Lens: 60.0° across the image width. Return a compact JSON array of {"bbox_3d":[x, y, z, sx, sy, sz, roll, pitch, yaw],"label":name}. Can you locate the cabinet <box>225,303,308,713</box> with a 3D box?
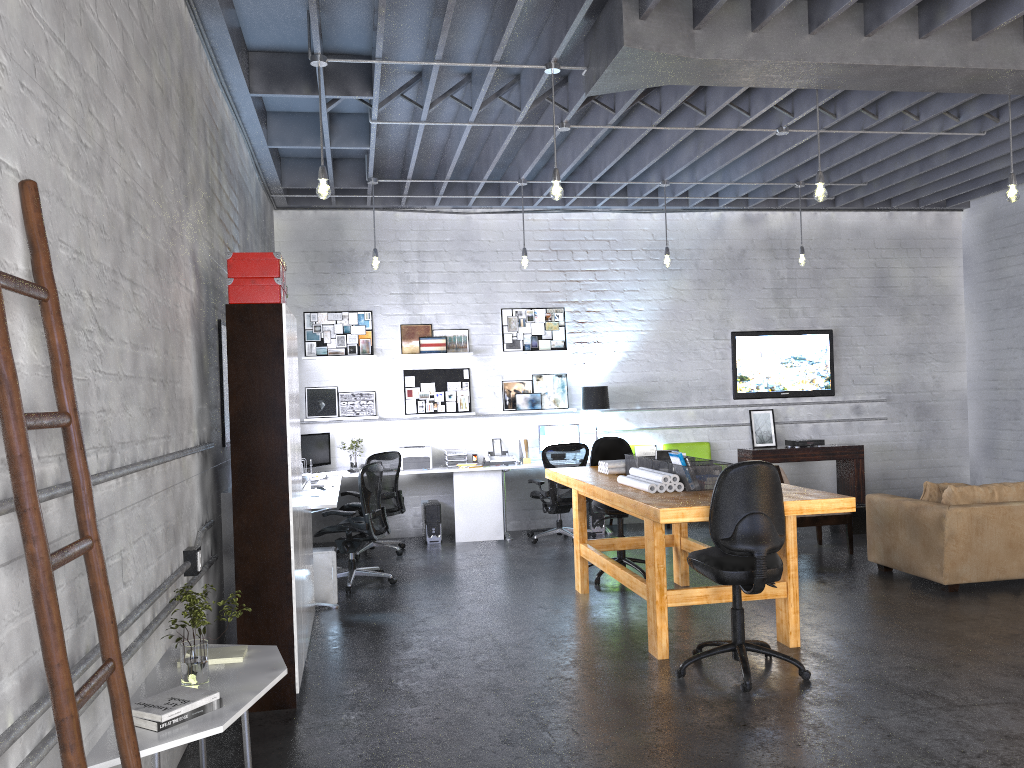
[{"bbox_3d":[-1.328,0.628,4.882,0.291,2.047,0.873,-2,0,-10],"label":"cabinet"}]

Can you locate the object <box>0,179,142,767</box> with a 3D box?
[{"bbox_3d":[-1.003,0.541,2.055,0.320,2.121,0.425,-2,0,-10],"label":"object"}]

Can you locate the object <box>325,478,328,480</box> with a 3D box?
[{"bbox_3d":[-1.827,0.926,8.686,0.071,0.020,0.058,-3,-1,44],"label":"object"}]

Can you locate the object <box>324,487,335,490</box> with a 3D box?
[{"bbox_3d":[-1.603,0.907,7.704,0.119,0.016,0.119,-2,-1,8],"label":"object"}]

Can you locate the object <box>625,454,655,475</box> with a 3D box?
[{"bbox_3d":[1.012,0.588,6.425,0.316,0.156,0.306,-2,-1,-10],"label":"object"}]

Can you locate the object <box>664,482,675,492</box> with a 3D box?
[{"bbox_3d":[0.900,0.630,5.655,0.057,0.058,0.635,-2,-1,-10],"label":"object"}]

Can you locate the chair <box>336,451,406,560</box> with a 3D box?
[{"bbox_3d":[-1.441,1.196,8.928,0.753,1.031,0.732,-2,0,14],"label":"chair"}]

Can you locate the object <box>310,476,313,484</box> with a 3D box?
[{"bbox_3d":[-2.069,0.908,8.324,0.392,0.064,0.259,-2,-1,-10],"label":"object"}]

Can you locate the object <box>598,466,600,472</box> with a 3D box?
[{"bbox_3d":[0.921,0.642,6.833,0.519,0.047,0.047,-2,0,-10],"label":"object"}]

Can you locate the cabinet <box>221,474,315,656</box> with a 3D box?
[{"bbox_3d":[-1.588,1.164,5.888,0.465,1.021,1.151,-2,0,-10],"label":"cabinet"}]

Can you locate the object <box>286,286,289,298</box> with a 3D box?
[{"bbox_3d":[-1.406,-0.508,5.245,0.169,0.240,0.171,-2,0,-11],"label":"object"}]

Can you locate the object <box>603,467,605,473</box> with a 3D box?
[{"bbox_3d":[0.945,0.639,6.695,0.519,0.047,0.047,-2,0,-10],"label":"object"}]

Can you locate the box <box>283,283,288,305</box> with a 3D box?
[{"bbox_3d":[-1.349,-0.462,4.762,0.270,0.131,0.206,-2,-1,-10],"label":"box"}]

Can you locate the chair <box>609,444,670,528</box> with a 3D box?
[{"bbox_3d":[1.433,1.169,10.130,0.611,0.920,0.516,-2,0,-10],"label":"chair"}]

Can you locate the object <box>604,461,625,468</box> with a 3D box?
[{"bbox_3d":[0.948,0.599,6.673,0.519,0.047,0.046,-2,0,-10],"label":"object"}]

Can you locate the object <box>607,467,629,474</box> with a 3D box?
[{"bbox_3d":[0.961,0.637,6.604,0.519,0.047,0.047,-2,0,-10],"label":"object"}]

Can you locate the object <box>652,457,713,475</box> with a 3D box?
[{"bbox_3d":[1.119,0.576,5.819,0.316,0.156,0.306,-2,-1,-10],"label":"object"}]

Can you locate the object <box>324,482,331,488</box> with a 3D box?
[{"bbox_3d":[-1.598,0.883,7.709,0.078,0.049,0.062,-2,-1,-40],"label":"object"}]

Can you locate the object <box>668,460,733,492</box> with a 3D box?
[{"bbox_3d":[1.173,0.570,5.516,0.316,0.156,0.306,-2,-1,-10],"label":"object"}]

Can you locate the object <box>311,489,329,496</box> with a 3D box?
[{"bbox_3d":[-1.624,0.896,7.313,0.181,0.028,0.422,-2,-1,-20],"label":"object"}]

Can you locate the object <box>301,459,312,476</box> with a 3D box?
[{"bbox_3d":[-2.125,0.844,8.659,0.324,0.208,0.233,-2,0,-10],"label":"object"}]

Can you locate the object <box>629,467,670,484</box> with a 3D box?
[{"bbox_3d":[0.871,0.582,5.650,0.057,0.057,0.635,-2,-1,-10],"label":"object"}]

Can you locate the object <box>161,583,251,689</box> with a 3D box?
[{"bbox_3d":[-1.115,0.908,3.208,0.297,0.363,0.271,-2,0,25],"label":"object"}]

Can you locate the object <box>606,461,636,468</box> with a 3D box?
[{"bbox_3d":[0.957,0.597,6.618,0.519,0.047,0.046,-2,0,-12],"label":"object"}]

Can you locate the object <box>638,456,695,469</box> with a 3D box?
[{"bbox_3d":[1.066,0.582,6.122,0.316,0.156,0.306,-2,-1,-10],"label":"object"}]

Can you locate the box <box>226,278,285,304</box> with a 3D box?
[{"bbox_3d":[-1.312,-0.466,4.557,0.270,0.131,0.206,-2,-1,-10],"label":"box"}]

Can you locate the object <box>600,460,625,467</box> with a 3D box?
[{"bbox_3d":[0.932,0.600,6.764,0.519,0.047,0.046,-2,0,-10],"label":"object"}]

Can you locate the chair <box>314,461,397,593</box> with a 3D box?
[{"bbox_3d":[-1.359,1.173,7.463,0.752,1.031,0.732,-2,0,-6],"label":"chair"}]

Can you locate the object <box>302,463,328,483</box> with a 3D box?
[{"bbox_3d":[-1.899,0.813,7.923,0.485,0.230,0.420,-2,-1,-10],"label":"object"}]

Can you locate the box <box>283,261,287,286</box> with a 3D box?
[{"bbox_3d":[-1.354,-0.593,4.762,0.268,0.133,0.206,-2,-1,-10],"label":"box"}]

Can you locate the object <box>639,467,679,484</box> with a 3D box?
[{"bbox_3d":[0.927,0.580,5.660,0.057,0.057,0.635,-2,-1,-10],"label":"object"}]

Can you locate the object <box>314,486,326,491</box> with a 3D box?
[{"bbox_3d":[-1.651,0.897,7.606,0.114,0.036,0.058,-2,-1,-20],"label":"object"}]

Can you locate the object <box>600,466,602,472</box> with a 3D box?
[{"bbox_3d":[0.929,0.641,6.787,0.519,0.047,0.047,-2,0,-10],"label":"object"}]

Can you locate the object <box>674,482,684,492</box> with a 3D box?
[{"bbox_3d":[0.956,0.629,5.665,0.058,0.057,0.635,-2,-1,-10],"label":"object"}]

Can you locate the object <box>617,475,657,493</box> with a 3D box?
[{"bbox_3d":[0.788,0.634,5.636,0.057,0.058,0.635,-2,-1,-10],"label":"object"}]

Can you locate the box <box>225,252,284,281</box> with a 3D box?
[{"bbox_3d":[-1.317,-0.596,4.556,0.270,0.131,0.206,-2,-1,-10],"label":"box"}]

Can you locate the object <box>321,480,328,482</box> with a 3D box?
[{"bbox_3d":[-1.792,0.925,8.451,0.006,0.006,0.086,-2,-1,45],"label":"object"}]

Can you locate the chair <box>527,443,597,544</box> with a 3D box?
[{"bbox_3d":[0.468,1.137,9.422,0.731,1.031,0.753,-2,0,-41],"label":"chair"}]

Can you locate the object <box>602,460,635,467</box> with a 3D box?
[{"bbox_3d":[0.940,0.599,6.719,0.519,0.047,0.046,-2,0,-10],"label":"object"}]

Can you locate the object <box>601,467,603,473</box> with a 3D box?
[{"bbox_3d":[0.937,0.640,6.741,0.519,0.047,0.047,-2,0,-10],"label":"object"}]

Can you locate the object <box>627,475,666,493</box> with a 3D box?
[{"bbox_3d":[0.844,0.632,5.646,0.058,0.057,0.635,-2,-1,-10],"label":"object"}]

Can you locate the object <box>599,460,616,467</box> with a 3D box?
[{"bbox_3d":[0.923,0.601,6.810,0.519,0.047,0.046,-2,0,-10],"label":"object"}]

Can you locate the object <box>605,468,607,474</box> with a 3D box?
[{"bbox_3d":[0.953,0.638,6.650,0.519,0.047,0.047,-2,0,-10],"label":"object"}]
